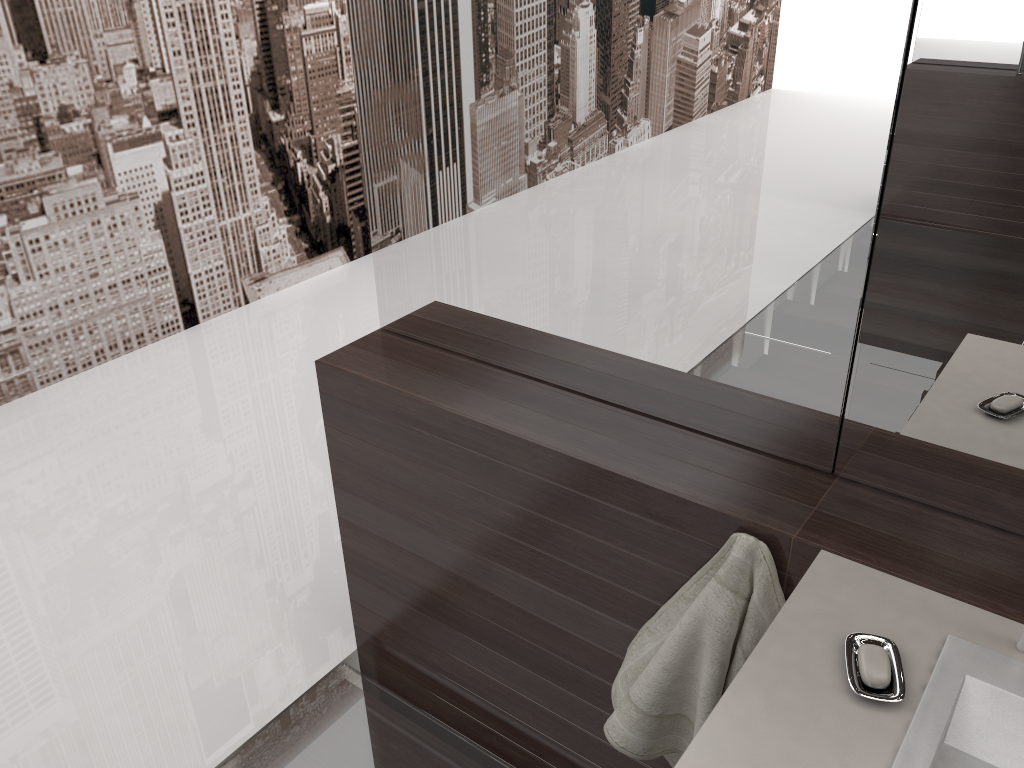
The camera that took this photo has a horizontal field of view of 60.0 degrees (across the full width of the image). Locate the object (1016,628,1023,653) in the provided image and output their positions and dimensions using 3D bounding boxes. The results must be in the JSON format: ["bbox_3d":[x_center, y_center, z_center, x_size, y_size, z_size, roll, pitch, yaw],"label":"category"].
[{"bbox_3d":[0.625,0.264,1.049,0.022,0.132,0.022,8,30,17],"label":"object"}]

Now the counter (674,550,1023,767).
[{"bbox_3d":[1.076,0.648,0.592,1.954,0.131,0.488,18,34,32],"label":"counter"}]

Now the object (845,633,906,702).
[{"bbox_3d":[0.429,0.338,1.052,0.065,0.011,0.108,6,29,14],"label":"object"}]

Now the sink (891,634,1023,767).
[{"bbox_3d":[0.725,0.405,0.784,0.681,0.193,0.427,18,34,32],"label":"sink"}]

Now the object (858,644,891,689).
[{"bbox_3d":[0.428,0.332,1.048,0.035,0.016,0.066,5,29,13],"label":"object"}]

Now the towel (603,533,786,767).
[{"bbox_3d":[0.299,0.545,1.428,0.368,0.678,0.156,19,34,33],"label":"towel"}]
